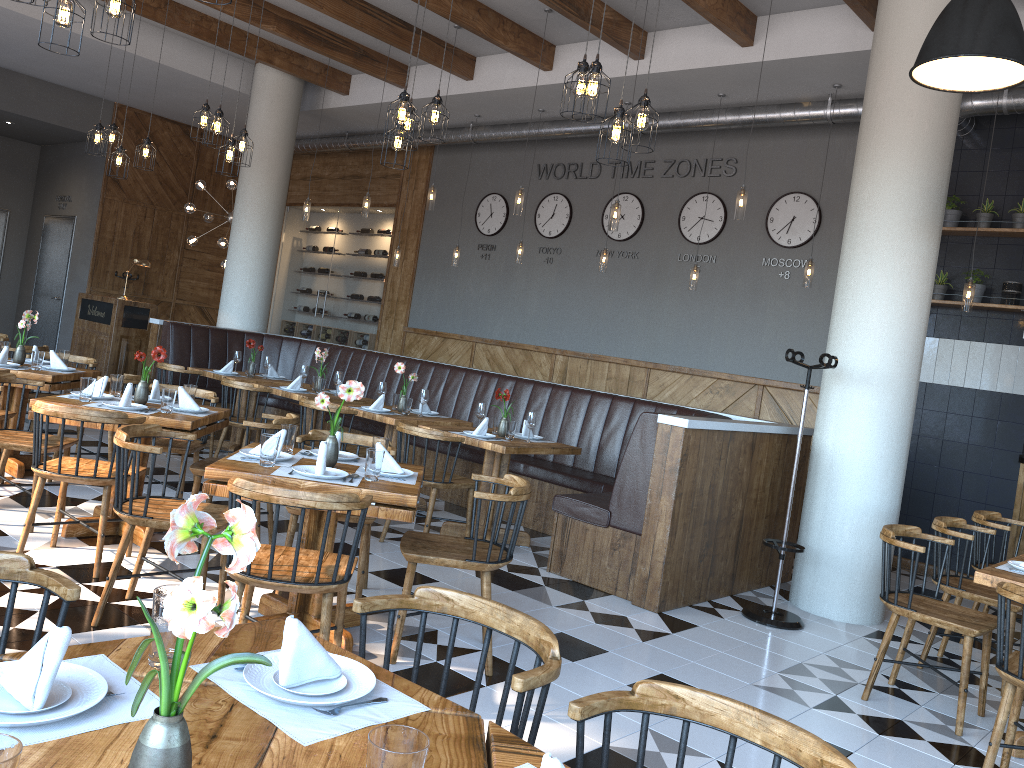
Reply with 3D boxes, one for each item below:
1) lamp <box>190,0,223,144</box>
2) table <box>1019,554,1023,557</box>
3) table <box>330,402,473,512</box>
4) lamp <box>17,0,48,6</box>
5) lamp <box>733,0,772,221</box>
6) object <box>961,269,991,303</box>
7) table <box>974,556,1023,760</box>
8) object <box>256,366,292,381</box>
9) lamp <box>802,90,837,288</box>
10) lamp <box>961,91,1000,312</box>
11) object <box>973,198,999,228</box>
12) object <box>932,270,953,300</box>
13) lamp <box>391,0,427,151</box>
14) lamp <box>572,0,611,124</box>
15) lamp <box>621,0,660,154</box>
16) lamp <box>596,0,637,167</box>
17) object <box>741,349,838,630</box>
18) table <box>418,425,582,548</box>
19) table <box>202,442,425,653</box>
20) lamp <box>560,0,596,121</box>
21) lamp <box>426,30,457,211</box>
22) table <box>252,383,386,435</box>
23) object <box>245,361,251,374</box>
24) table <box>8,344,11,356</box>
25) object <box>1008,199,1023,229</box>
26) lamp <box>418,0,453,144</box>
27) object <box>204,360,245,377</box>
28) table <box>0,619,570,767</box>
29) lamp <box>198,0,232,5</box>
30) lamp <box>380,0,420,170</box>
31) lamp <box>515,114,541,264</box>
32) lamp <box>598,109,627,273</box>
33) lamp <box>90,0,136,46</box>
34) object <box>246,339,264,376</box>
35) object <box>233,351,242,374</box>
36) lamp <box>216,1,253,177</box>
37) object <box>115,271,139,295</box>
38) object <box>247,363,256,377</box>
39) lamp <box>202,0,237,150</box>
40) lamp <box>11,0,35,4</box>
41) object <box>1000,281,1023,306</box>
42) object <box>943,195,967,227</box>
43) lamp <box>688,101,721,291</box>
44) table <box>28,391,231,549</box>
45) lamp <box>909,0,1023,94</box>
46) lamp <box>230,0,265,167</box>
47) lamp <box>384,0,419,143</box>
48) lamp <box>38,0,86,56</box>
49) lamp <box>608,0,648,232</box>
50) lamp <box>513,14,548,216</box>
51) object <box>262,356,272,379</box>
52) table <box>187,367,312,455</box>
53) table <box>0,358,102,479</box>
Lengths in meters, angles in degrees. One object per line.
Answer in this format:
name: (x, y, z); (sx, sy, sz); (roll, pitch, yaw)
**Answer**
lamp: (-2.357, -2.989, 7.156); (0.175, 2.071, 0.174); (9, 0, 24)
table: (3.065, 1.320, 4.461); (0.853, 0.764, 0.848); (10, 2, 41)
table: (-0.960, 0.604, 7.135); (0.853, 0.764, 0.848); (10, 2, 41)
lamp: (-2.122, -2.830, 4.159); (0.174, 2.071, 0.175); (9, 0, -30)
lamp: (1.815, -2.176, 6.526); (0.078, 1.964, 0.078); (9, 0, 17)
object: (3.921, -0.829, 7.511); (0.235, 0.300, 0.171); (9, 1, 30)
table: (2.510, 1.263, 3.819); (0.853, 0.764, 0.848); (10, 2, 41)
object: (-2.352, -0.128, 8.772); (0.353, 0.137, 0.271); (10, 3, 41)
lamp: (2.695, -1.807, 7.662); (0.078, 1.964, 0.078); (9, 0, 17)
lamp: (3.638, -1.528, 6.815); (0.078, 1.964, 0.078); (9, 0, -17)
object: (4.010, -1.435, 7.514); (0.172, 0.268, 0.189); (8, 1, -31)
object: (3.711, -0.851, 7.695); (0.172, 0.268, 0.189); (8, 1, -31)
lamp: (-0.572, -2.614, 5.968); (0.175, 2.071, 0.175); (9, 0, 1)
lamp: (0.547, -2.388, 4.564); (0.174, 2.071, 0.175); (9, 0, -42)
lamp: (0.843, -2.313, 4.873); (0.175, 2.071, 0.174); (9, 0, 26)
lamp: (0.685, -2.197, 4.701); (0.174, 2.071, 0.175); (9, 0, -31)
object: (1.719, 0.625, 5.431); (0.375, 1.658, 0.374); (9, 0, 18)
table: (-0.139, 0.758, 6.409); (0.853, 0.764, 0.848); (10, 2, 41)
table: (-0.884, 0.746, 3.971); (0.864, 0.764, 0.865); (8, 1, -4)
lamp: (0.499, -2.461, 4.765); (0.174, 2.071, 0.175); (9, 0, -31)
lamp: (-0.665, -2.682, 8.724); (0.078, 1.964, 0.078); (9, 0, -14)
table: (-1.772, 0.453, 7.853); (0.853, 0.764, 0.848); (10, 2, 41)
object: (-2.586, -0.158, 8.717); (0.080, 0.132, 0.080); (9, 1, 41)
table: (-5.008, -0.024, 7.617); (0.864, 0.764, 0.865); (8, 1, -4)
object: (4.213, -1.397, 7.335); (0.172, 0.268, 0.189); (8, 1, -31)
lamp: (-0.380, -2.639, 5.874); (0.175, 2.071, 0.175); (9, 0, 12)
object: (-2.700, -0.164, 8.382); (0.353, 0.137, 0.271); (10, 3, 41)
table: (-0.499, 0.923, 1.100); (1.218, 0.764, 1.212); (10, 2, 45)
lamp: (-0.905, -2.369, 3.065); (0.175, 2.071, 0.174); (9, 0, 27)
lamp: (-0.610, -2.435, 5.753); (0.175, 2.071, 0.175); (9, 0, 12)
lamp: (0.215, -2.313, 9.860); (0.078, 1.964, 0.078); (9, 0, -14)
lamp: (1.071, -2.118, 9.098); (0.078, 1.964, 0.078); (9, 0, -42)
lamp: (-1.777, -2.681, 4.261); (0.175, 2.071, 0.174); (9, 0, 27)
object: (-2.522, -0.256, 8.587); (0.171, 0.355, 0.155); (9, 0, 34)
object: (-2.690, -0.213, 8.655); (0.081, 0.215, 0.081); (9, 0, 33)
lamp: (-2.174, -2.731, 7.230); (0.175, 2.071, 0.174); (9, 0, 24)
object: (-5.727, -0.803, 12.916); (0.373, 1.658, 0.375); (9, 0, -27)
object: (-2.493, -0.134, 8.468); (0.080, 0.132, 0.080); (9, 1, 26)
lamp: (-2.206, -2.904, 7.023); (0.175, 2.071, 0.175); (9, 0, 13)
lamp: (-2.079, -2.758, 3.957); (0.174, 2.071, 0.175); (9, 0, -41)
object: (4.129, -0.738, 7.329); (0.143, 0.201, 0.142); (9, 1, 32)
object: (3.811, -1.489, 7.693); (0.235, 0.300, 0.171); (9, 1, 30)
lamp: (1.853, -1.857, 8.392); (0.078, 1.964, 0.078); (9, 0, -9)
table: (-2.224, 0.496, 5.155); (0.864, 0.764, 0.865); (8, 1, -4)
lamp: (1.747, -2.007, 3.121); (0.391, 1.865, 0.389); (9, 0, 28)
lamp: (-2.138, -2.867, 7.451); (0.175, 2.071, 0.175); (9, 0, -9)
lamp: (-0.558, -2.551, 5.533); (0.174, 2.071, 0.175); (9, 0, -22)
lamp: (-1.938, -2.566, 4.091); (0.174, 2.071, 0.175); (9, 0, -30)
lamp: (0.973, -2.226, 7.256); (0.078, 1.964, 0.078); (9, 0, -9)
lamp: (0.191, -2.487, 7.963); (0.078, 1.964, 0.078); (9, 0, -30)
object: (-2.351, -0.156, 8.501); (0.081, 0.215, 0.081); (8, 0, -18)
table: (-2.594, 0.299, 8.579); (0.853, 0.764, 0.848); (10, 2, 41)
table: (-3.608, 0.237, 6.379); (0.864, 0.764, 0.865); (8, 1, -4)
